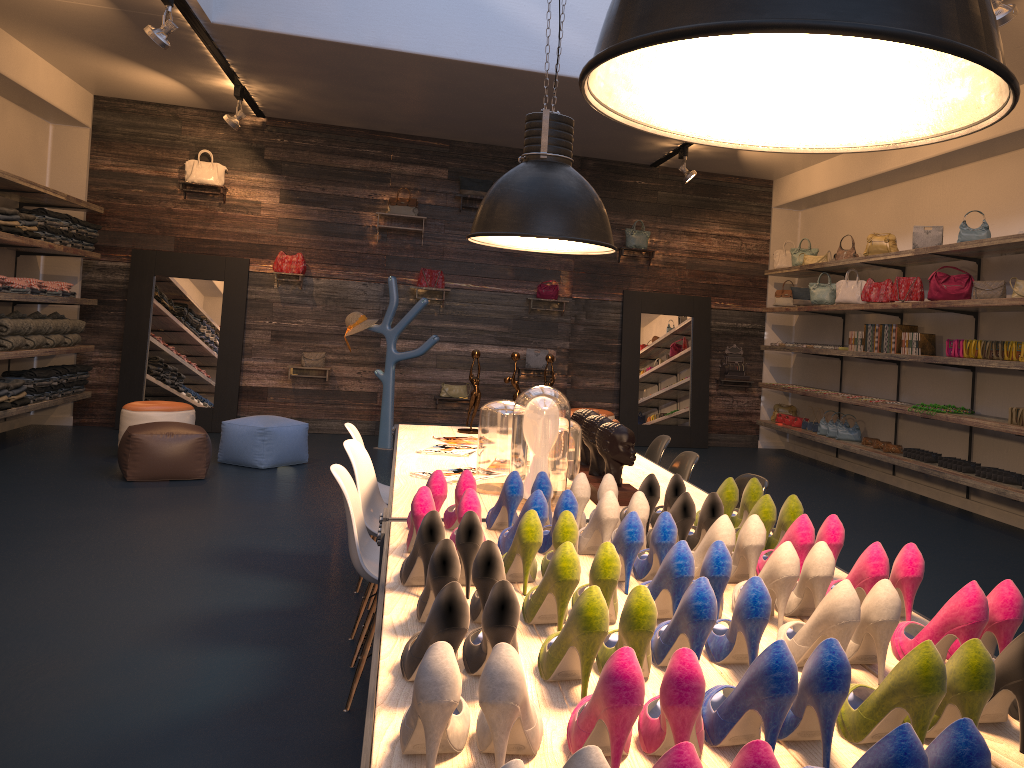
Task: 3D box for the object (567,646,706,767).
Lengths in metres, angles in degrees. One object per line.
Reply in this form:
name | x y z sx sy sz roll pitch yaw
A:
object | 0.184 0.436 1.223 0.205 0.195 0.239 4 2 -3

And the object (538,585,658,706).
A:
object | 0.155 0.417 1.491 0.209 0.195 0.234 4 2 -11

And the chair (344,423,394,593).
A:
chair | -0.600 0.615 4.472 0.566 0.802 0.447 4 0 -13

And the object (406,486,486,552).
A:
object | -0.171 0.347 2.241 0.208 0.195 0.241 4 2 1

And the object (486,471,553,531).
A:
object | 0.032 0.340 2.573 0.209 0.195 0.234 4 2 -11

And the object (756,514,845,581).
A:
object | 0.739 0.411 2.218 0.209 0.195 0.234 4 2 -11

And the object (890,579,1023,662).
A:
object | 0.863 0.453 1.687 0.211 0.195 0.231 3 2 -14

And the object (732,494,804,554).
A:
object | 0.720 0.394 2.467 0.209 0.195 0.234 4 2 -11

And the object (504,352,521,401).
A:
object | -0.011 0.050 4.931 0.129 0.469 0.149 4 -1 32

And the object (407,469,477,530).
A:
object | -0.190 0.329 2.504 0.212 0.195 0.230 3 2 -17

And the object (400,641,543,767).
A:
object | -0.053 0.421 1.197 0.204 0.195 0.239 4 2 -2

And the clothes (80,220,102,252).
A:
clothes | -4.388 -1.496 8.756 0.359 0.299 0.301 4 1 -5

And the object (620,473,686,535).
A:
object | 0.443 0.360 2.695 0.209 0.195 0.234 4 2 -11

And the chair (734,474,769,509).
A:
chair | 0.737 0.768 3.486 0.573 0.802 0.441 4 0 -18

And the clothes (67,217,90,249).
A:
clothes | -4.349 -1.474 8.440 0.365 0.299 0.295 4 1 -11

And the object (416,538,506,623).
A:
object | -0.088 0.385 1.729 0.205 0.195 0.239 4 2 -3

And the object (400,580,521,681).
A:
object | -0.076 0.403 1.461 0.211 0.195 0.231 3 2 -15

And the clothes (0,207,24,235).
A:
clothes | -4.249 -1.356 7.043 0.420 0.251 0.344 4 2 -2

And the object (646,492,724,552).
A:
object | 0.486 0.381 2.416 0.210 0.195 0.232 4 2 -13

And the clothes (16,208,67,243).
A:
clothes | -4.262 -1.428 7.814 0.381 0.299 0.317 4 2 -9

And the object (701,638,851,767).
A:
object | 0.393 0.446 1.294 0.209 0.195 0.234 4 2 -11

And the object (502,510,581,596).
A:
object | 0.073 0.376 2.048 0.207 0.195 0.236 4 2 -7

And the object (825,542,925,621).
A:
object | 0.818 0.432 1.958 0.205 0.195 0.238 4 2 -4

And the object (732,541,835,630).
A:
object | 0.599 0.421 1.907 0.209 0.195 0.234 4 2 -11

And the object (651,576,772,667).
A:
object | 0.369 0.425 1.592 0.216 0.195 0.234 4 2 -11

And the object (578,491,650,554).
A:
object | 0.279 0.371 2.357 0.209 0.195 0.234 4 2 -11

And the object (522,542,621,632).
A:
object | 0.131 0.397 1.772 0.209 0.195 0.234 4 2 -11

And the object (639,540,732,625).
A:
object | 0.368 0.409 1.850 0.209 0.195 0.234 4 2 -11

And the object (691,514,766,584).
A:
object | 0.518 0.400 2.144 0.211 0.195 0.231 3 2 -15

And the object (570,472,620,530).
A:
object | 0.237 0.351 2.617 0.205 0.195 0.238 4 2 -4

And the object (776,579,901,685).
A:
object | 0.615 0.439 1.634 0.209 0.195 0.234 4 2 -11

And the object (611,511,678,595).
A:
object | 0.305 0.388 2.110 0.209 0.195 0.234 4 2 -11

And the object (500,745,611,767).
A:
object | 0.002 0.443 0.909 0.215 0.195 0.227 3 2 -24

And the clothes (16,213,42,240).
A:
clothes | -4.293 -1.384 7.425 0.433 0.251 0.333 3 2 -14

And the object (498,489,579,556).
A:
object | 0.077 0.360 2.300 0.213 0.195 0.229 3 2 -19

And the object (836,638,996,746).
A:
object | 0.617 0.458 1.335 0.209 0.195 0.234 4 2 -11

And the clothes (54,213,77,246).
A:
clothes | -4.311 -1.451 8.125 0.387 0.299 0.303 3 2 -23

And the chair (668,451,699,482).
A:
chair | 0.594 0.718 4.119 0.566 0.802 0.447 4 0 -13

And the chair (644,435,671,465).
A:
chair | 0.580 0.676 4.775 0.563 0.802 0.450 4 0 -10

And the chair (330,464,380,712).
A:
chair | -0.404 0.709 3.192 0.566 0.802 0.447 4 0 -13

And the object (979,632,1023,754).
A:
object | 0.836 0.467 1.424 0.204 0.195 0.239 4 2 -2

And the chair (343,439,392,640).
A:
chair | -0.480 0.663 3.834 0.554 0.802 0.458 4 0 -4

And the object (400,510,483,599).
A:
object | -0.146 0.366 1.973 0.209 0.195 0.234 4 2 -11

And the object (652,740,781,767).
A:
object | 0.204 0.453 0.967 0.206 0.195 0.237 4 2 -6

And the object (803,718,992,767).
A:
object | 0.451 0.465 1.050 0.210 0.195 0.232 4 2 -13

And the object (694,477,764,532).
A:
object | 0.685 0.375 2.725 0.209 0.195 0.234 4 2 -11
